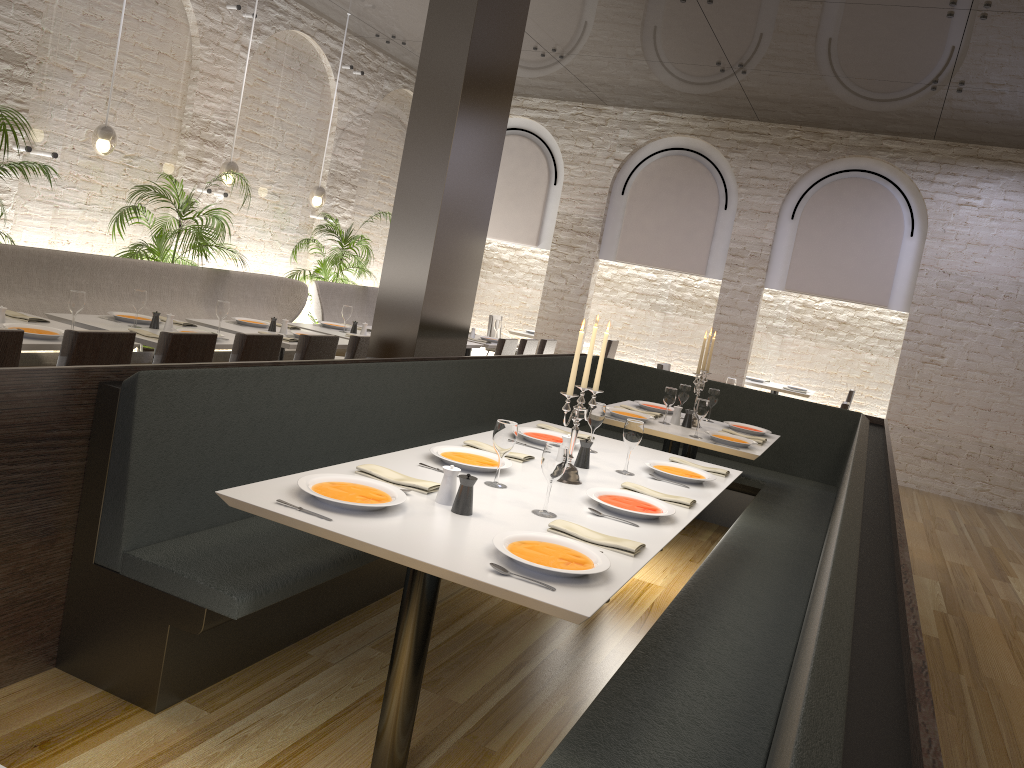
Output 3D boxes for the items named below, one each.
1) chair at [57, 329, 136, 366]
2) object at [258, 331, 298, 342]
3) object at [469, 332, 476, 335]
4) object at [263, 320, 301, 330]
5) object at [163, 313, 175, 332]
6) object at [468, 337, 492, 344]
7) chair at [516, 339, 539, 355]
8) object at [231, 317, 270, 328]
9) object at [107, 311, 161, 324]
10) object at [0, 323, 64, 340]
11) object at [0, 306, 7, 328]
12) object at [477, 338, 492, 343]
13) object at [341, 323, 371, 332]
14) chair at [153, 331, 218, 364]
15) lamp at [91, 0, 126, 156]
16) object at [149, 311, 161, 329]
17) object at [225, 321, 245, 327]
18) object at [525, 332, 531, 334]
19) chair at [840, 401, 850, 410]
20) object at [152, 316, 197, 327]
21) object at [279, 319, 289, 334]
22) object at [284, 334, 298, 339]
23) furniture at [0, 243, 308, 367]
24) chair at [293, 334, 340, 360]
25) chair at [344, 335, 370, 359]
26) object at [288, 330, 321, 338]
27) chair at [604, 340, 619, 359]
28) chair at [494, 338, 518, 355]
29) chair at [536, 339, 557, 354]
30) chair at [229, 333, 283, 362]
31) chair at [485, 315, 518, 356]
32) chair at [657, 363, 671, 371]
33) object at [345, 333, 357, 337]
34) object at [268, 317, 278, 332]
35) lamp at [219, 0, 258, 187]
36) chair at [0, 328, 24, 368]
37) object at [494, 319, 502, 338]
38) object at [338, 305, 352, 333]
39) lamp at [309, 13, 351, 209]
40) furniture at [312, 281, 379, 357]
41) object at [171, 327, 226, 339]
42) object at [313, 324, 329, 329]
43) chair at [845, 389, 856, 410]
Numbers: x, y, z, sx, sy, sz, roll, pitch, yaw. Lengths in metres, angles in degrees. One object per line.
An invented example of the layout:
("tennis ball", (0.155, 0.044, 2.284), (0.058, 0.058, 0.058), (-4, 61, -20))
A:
("chair", (-2.168, 0.146, 4.170), (0.567, 0.903, 0.412), (13, 5, 22))
("object", (-1.642, -0.329, 6.253), (0.274, 0.033, 0.143), (13, 7, 22))
("object", (-0.569, -0.603, 10.206), (0.274, 0.033, 0.143), (13, 7, 22))
("object", (-1.845, -0.469, 7.096), (0.274, 0.033, 0.143), (13, 7, 22))
("object", (-2.150, -0.389, 5.562), (0.059, 0.109, 0.059), (12, 5, 13))
("object", (-0.366, -0.463, 9.363), (0.274, 0.033, 0.143), (13, 7, 22))
("chair", (-0.117, -0.069, 9.168), (0.567, 0.903, 0.412), (13, 5, 22))
("object", (-1.989, -0.466, 6.786), (0.321, 0.036, 0.323), (11, 7, 0))
("object", (-2.434, -0.419, 5.702), (0.321, 0.036, 0.323), (11, 7, 0))
("object", (-2.389, -0.257, 4.426), (0.322, 0.036, 0.322), (11, 7, 4))
("object", (-2.591, -0.343, 4.487), (0.059, 0.109, 0.059), (12, 5, 13))
("object", (-0.302, -0.470, 9.527), (0.182, 0.015, 0.038), (14, 7, 23))
("object", (-1.420, -0.513, 8.131), (0.274, 0.033, 0.143), (13, 7, 22))
("chair", (-1.955, 0.123, 4.689), (0.567, 0.903, 0.412), (13, 5, 22))
("lamp", (-2.948, -2.742, 6.700), (0.178, 2.034, 0.178), (11, 4, 7))
("object", (-2.231, -0.402, 5.546), (0.059, 0.109, 0.059), (12, 5, 13))
("object", (-2.065, -0.450, 6.618), (0.186, 0.010, 0.017), (13, 7, 22))
("object", (0.240, -0.712, 12.410), (0.186, 0.010, 0.017), (13, 7, 22))
("chair", (2.895, 0.569, 8.606), (0.567, 0.903, 0.412), (13, 5, 22))
("object", (-2.289, -0.422, 6.012), (0.274, 0.033, 0.143), (13, 7, 22))
("object", (-1.706, -0.435, 6.645), (0.059, 0.109, 0.059), (12, 5, 13))
("object", (-1.579, -0.336, 6.417), (0.182, 0.015, 0.038), (14, 7, 23))
("furniture", (-2.755, -0.319, 6.287), (0.711, 1.093, 4.478), (13, 7, 21))
("chair", (-1.516, 0.077, 5.758), (0.567, 0.903, 0.412), (13, 5, 22))
("chair", (-1.300, 0.055, 6.284), (0.567, 0.903, 0.412), (13, 5, 22))
("object", (-1.503, -0.350, 6.584), (0.321, 0.036, 0.323), (11, 7, 0))
("chair", (1.092, -0.213, 12.254), (0.567, 0.903, 0.412), (13, 5, 22))
("chair", (-0.330, -0.047, 8.649), (0.567, 0.903, 0.412), (13, 5, 22))
("chair", (0.102, -0.092, 9.702), (0.567, 0.903, 0.412), (13, 5, 22))
("chair", (-1.741, 0.101, 5.210), (0.567, 0.903, 0.412), (13, 5, 22))
("chair", (-0.097, -0.497, 12.742), (0.567, 0.903, 0.412), (13, 5, 22))
("chair", (1.706, 0.285, 9.094), (0.567, 0.903, 0.412), (13, 5, 22))
("object", (-1.218, -0.373, 7.287), (0.274, 0.033, 0.143), (13, 7, 22))
("object", (-1.787, -0.449, 6.629), (0.059, 0.109, 0.059), (12, 5, 13))
("lamp", (-2.411, -2.798, 8.010), (0.178, 2.034, 0.178), (11, 4, 1))
("chair", (-2.393, 0.169, 3.620), (0.567, 0.903, 0.412), (13, 5, 22))
("object", (-0.173, -0.605, 9.953), (0.086, 0.230, 0.087), (7, 6, -38))
("object", (-1.421, -0.554, 7.570), (0.086, 0.230, 0.087), (7, 6, -38))
("lamp", (-1.884, -2.854, 9.294), (0.178, 2.034, 0.178), (11, 4, 1))
("furniture", (-1.359, -0.465, 9.689), (0.709, 1.093, 2.586), (13, 7, 21))
("object", (-1.948, -0.303, 5.501), (0.321, 0.036, 0.323), (11, 7, 0))
("object", (-1.641, -0.494, 7.653), (0.186, 0.010, 0.017), (13, 7, 22))
("chair", (3.916, 0.462, 11.096), (0.567, 0.903, 0.412), (13, 5, 22))
